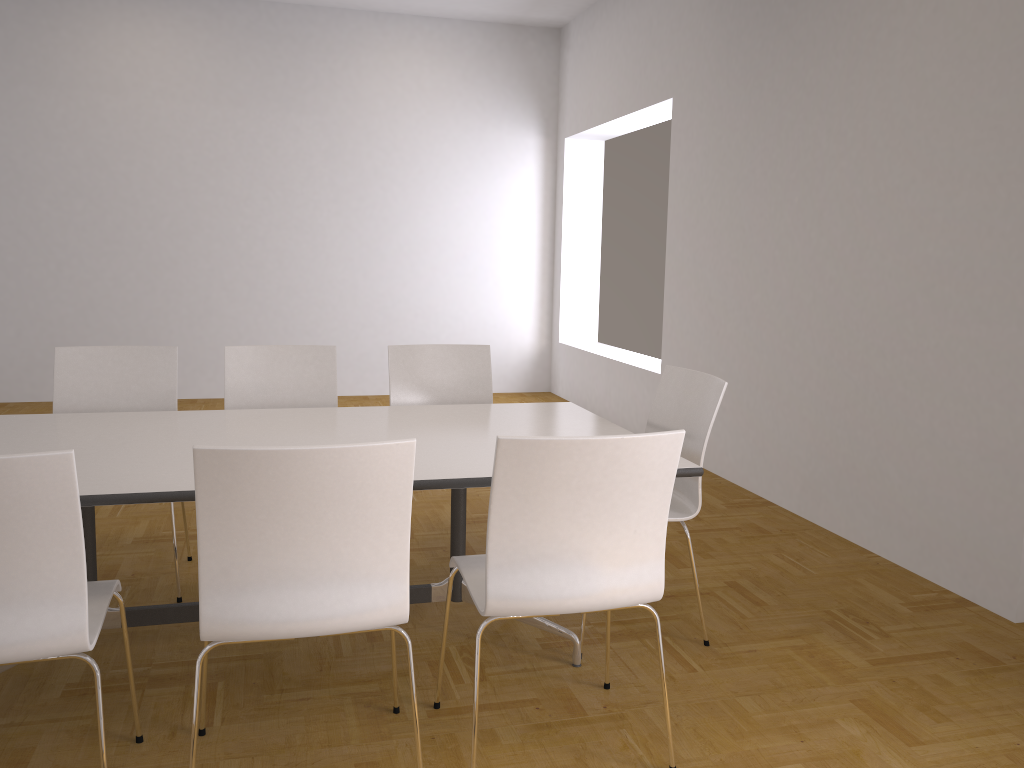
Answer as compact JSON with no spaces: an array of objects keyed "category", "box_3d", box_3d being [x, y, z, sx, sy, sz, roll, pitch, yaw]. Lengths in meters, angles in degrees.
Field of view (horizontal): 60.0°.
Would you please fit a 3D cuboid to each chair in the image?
[{"category":"chair","box_3d":[-1.193,0.563,2.027,0.561,0.929,0.577,-1,8,-15]},{"category":"chair","box_3d":[0.431,0.423,3.258,0.575,0.929,0.562,-1,8,-15]},{"category":"chair","box_3d":[-0.279,0.318,3.881,0.561,0.929,0.577,-1,8,-15]},{"category":"chair","box_3d":[-0.516,0.552,2.213,0.561,0.929,0.577,-1,8,-15]},{"category":"chair","box_3d":[-1.592,0.340,3.520,0.561,0.929,0.577,-1,8,-15]},{"category":"chair","box_3d":[-0.955,0.329,3.695,0.561,0.929,0.577,-1,8,-15]},{"category":"chair","box_3d":[0.120,0.541,2.388,0.561,0.929,0.577,-1,8,-15]}]

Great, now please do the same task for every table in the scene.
[{"category":"table","box_3d":[-0.754,0.540,2.962,2.411,0.720,1.214,-1,8,-15]}]
